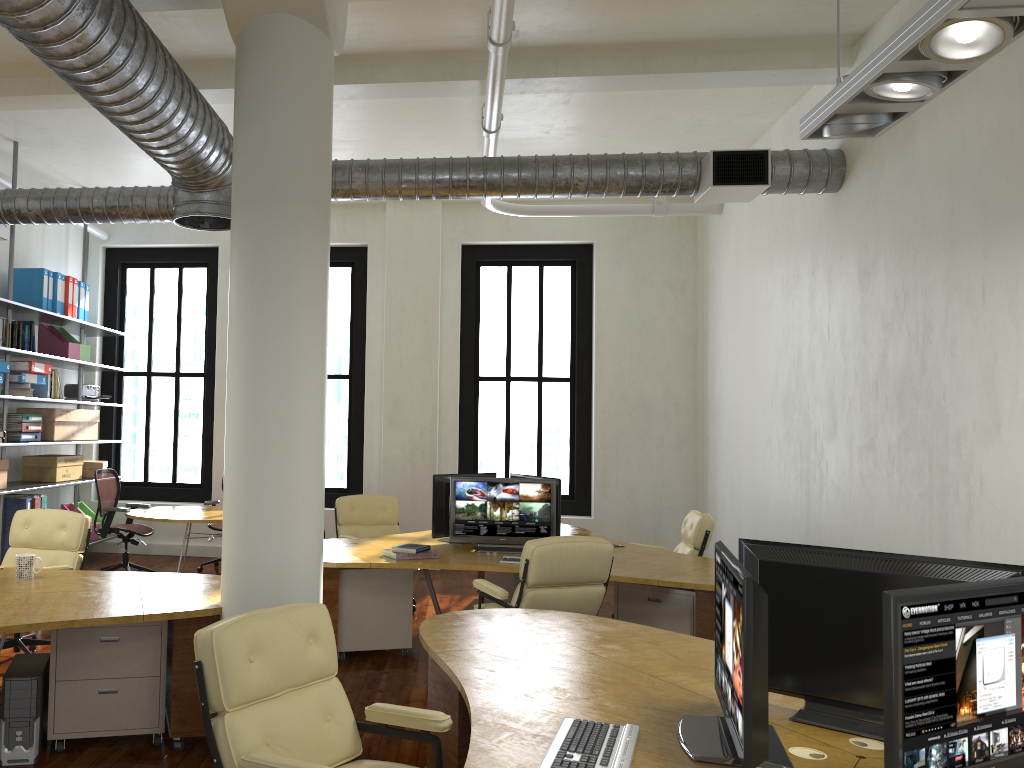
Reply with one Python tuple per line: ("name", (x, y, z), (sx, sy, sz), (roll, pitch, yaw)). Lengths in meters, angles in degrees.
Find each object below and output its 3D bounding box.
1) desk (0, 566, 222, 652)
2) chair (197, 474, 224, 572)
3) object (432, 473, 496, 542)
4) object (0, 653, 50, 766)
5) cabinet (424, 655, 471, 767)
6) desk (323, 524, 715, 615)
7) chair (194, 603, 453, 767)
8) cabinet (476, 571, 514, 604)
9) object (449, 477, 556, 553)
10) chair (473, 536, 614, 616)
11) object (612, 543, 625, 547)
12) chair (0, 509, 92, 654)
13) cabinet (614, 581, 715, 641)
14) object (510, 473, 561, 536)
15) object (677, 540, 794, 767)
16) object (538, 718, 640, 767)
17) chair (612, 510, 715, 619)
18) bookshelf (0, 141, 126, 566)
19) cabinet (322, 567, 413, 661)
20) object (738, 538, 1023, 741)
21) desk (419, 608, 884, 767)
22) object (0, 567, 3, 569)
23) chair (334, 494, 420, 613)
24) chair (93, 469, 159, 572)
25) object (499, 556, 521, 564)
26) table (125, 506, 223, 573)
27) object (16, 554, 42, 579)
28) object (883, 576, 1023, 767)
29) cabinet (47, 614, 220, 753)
("desk", (-3.691, 1.456, 4.791), (3.857, 0.734, 3.507), (-1, -4, 41))
("chair", (-3.138, 1.546, 10.090), (0.760, 1.158, 0.725), (0, -3, 11))
("object", (-0.393, 1.019, 7.352), (0.321, 0.552, 0.729), (-2, -4, 42))
("object", (-2.464, 1.634, 4.497), (0.171, 0.411, 0.506), (2, -3, -21))
("cabinet", (0.219, 1.508, 3.861), (0.820, 0.709, 0.958), (3, -3, -28))
("desk", (0.041, 1.674, 7.376), (4.042, 0.734, 3.374), (1, -3, 9))
("chair", (-0.578, 1.281, 2.863), (0.854, 1.021, 0.651), (-1, -3, 33))
("cabinet", (0.100, 1.748, 8.385), (0.918, 0.709, 0.859), (1, -3, 8))
("object", (-0.070, 0.995, 6.771), (0.814, 0.552, 0.288), (1, -3, 2))
("chair", (0.174, 1.446, 5.656), (0.663, 1.021, 0.841), (2, -3, -28))
("object", (0.708, 1.312, 7.358), (0.217, 0.016, 0.501), (2, -3, -21))
("chair", (-3.364, 1.394, 6.089), (0.754, 1.021, 0.742), (0, -3, 12))
("cabinet", (1.254, 1.645, 5.999), (0.978, 0.709, 0.800), (-1, -4, 38))
("object", (0.184, 1.026, 7.247), (0.272, 0.552, 0.862), (2, -3, -26))
("object", (0.651, 0.789, 2.647), (0.304, 0.552, 0.771), (0, -3, 9))
("object", (0.230, 1.044, 2.555), (0.244, 0.016, 0.447), (0, -3, 15))
("chair", (1.245, 1.564, 7.437), (0.809, 1.021, 0.692), (0, -3, 8))
("bookshelf", (-5.109, -0.081, 9.620), (0.662, 4.602, 3.563), (1, -3, -3))
("cabinet", (-1.274, 1.623, 6.609), (0.834, 0.709, 0.942), (2, -3, -23))
("object", (1.147, 0.810, 2.833), (0.889, 0.552, 0.263), (-1, -4, 38))
("desk", (0.780, 1.450, 2.886), (3.607, 0.734, 3.767), (3, -3, -27))
("object", (-3.373, 1.120, 5.401), (0.495, 0.016, 0.220), (1, -3, 11))
("chair", (-1.245, 1.549, 8.141), (0.672, 1.021, 0.831), (2, -3, -23))
("chair", (-4.070, 1.490, 9.404), (0.786, 1.158, 0.703), (0, -3, 7))
("object", (0.163, 1.238, 6.195), (0.502, 0.016, 0.217), (0, -3, 16))
("table", (-3.251, 1.700, 9.162), (1.615, 0.744, 1.352), (-1, -3, 29))
("object", (-2.830, 1.064, 5.183), (0.120, 0.131, 0.128), (-2, -4, 43))
("object", (1.200, 0.780, 2.247), (0.741, 0.552, 0.316), (3, -3, -30))
("cabinet", (-2.037, 1.512, 4.834), (0.841, 0.709, 0.936), (2, -3, -20))
